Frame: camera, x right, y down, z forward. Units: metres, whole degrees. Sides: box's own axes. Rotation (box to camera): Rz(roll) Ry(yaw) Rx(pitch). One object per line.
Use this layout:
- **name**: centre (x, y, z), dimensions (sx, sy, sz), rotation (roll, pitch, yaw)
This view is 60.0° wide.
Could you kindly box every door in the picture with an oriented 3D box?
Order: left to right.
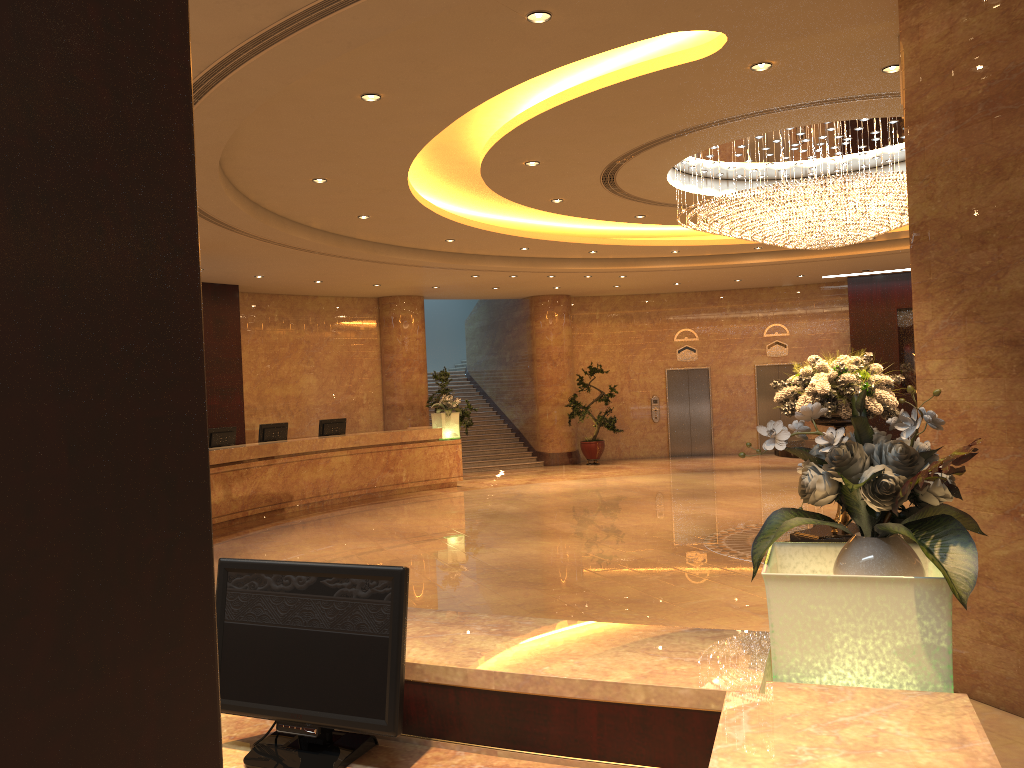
- **door**: centre (4.307, 0.676, 21.533), dimensions (1.070, 2.145, 0.150), rotation (-3, 0, 4)
- **door**: centre (6.403, 0.580, 21.200), dimensions (1.070, 2.149, 0.150), rotation (-3, 0, 15)

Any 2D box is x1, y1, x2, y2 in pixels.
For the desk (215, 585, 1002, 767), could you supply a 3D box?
- **desk**: centre (-1.197, 1.353, 2.922), dimensions (5.227, 1.155, 1.570), rotation (-3, 0, 33)

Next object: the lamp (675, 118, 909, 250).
- **lamp**: centre (3.446, -2.097, 9.823), dimensions (3.204, 1.196, 3.206), rotation (-3, 0, 16)

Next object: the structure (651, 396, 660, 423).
- **structure**: centre (3.480, 0.609, 21.498), dimensions (0.200, 0.661, 0.053), rotation (-3, 0, 0)

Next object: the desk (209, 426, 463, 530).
- **desk**: centre (-3.956, 1.517, 12.010), dimensions (3.466, 1.155, 12.951), rotation (-3, 0, 13)

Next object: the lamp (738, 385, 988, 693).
- **lamp**: centre (0.887, 0.466, 2.241), dimensions (0.573, 0.923, 0.598), rotation (-3, 0, 27)

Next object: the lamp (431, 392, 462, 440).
- **lamp**: centre (-1.245, 0.611, 17.220), dimensions (0.606, 0.897, 0.532), rotation (-2, 0, -42)

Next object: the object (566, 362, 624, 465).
- **object**: centre (1.862, 0.676, 20.364), dimensions (1.250, 2.363, 0.843), rotation (-3, 0, 1)

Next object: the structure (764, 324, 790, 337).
- **structure**: centre (6.305, -1.293, 21.157), dimensions (0.600, 0.293, 0.010), rotation (-3, 0, 15)

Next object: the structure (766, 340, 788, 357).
- **structure**: centre (6.327, -0.846, 21.156), dimensions (0.504, 0.405, 0.012), rotation (-3, 0, 15)

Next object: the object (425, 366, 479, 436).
- **object**: centre (-1.349, 0.818, 18.659), dimensions (0.843, 2.363, 1.250), rotation (-2, 0, -40)

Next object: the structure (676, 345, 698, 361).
- **structure**: centre (4.241, -0.748, 21.497), dimensions (0.504, 0.405, 0.012), rotation (-3, 0, 3)

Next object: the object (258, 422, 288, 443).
- **object**: centre (-4.003, 0.909, 14.878), dimensions (0.531, 0.500, 0.430), rotation (-3, 0, -19)

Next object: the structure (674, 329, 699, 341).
- **structure**: centre (4.220, -1.195, 21.498), dimensions (0.600, 0.293, 0.010), rotation (-3, 0, 3)

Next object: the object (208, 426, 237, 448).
- **object**: centre (-4.551, 0.930, 13.861), dimensions (0.531, 0.500, 0.430), rotation (-3, 0, -25)

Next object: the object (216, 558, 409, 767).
- **object**: centre (-0.532, 0.714, 2.292), dimensions (0.430, 0.500, 0.531), rotation (-3, 0, -29)

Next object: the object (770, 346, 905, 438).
- **object**: centre (3.550, 0.146, 9.733), dimensions (1.318, 0.999, 1.277), rotation (-3, 0, 9)

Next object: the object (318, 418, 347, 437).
- **object**: centre (-3.227, 0.877, 15.944), dimensions (0.531, 0.500, 0.430), rotation (-3, 0, -13)

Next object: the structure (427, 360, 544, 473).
- **structure**: centre (-1.831, -0.744, 23.358), dimensions (9.849, 5.560, 7.472), rotation (-3, 0, -21)

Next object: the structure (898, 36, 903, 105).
- **structure**: centre (4.678, -2.262, 6.690), dimensions (4.113, 0.483, 0.425), rotation (-3, 0, -21)

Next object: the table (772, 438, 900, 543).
- **table**: centre (3.620, 1.187, 9.758), dimensions (1.493, 1.089, 1.493), rotation (-3, 0, -28)
